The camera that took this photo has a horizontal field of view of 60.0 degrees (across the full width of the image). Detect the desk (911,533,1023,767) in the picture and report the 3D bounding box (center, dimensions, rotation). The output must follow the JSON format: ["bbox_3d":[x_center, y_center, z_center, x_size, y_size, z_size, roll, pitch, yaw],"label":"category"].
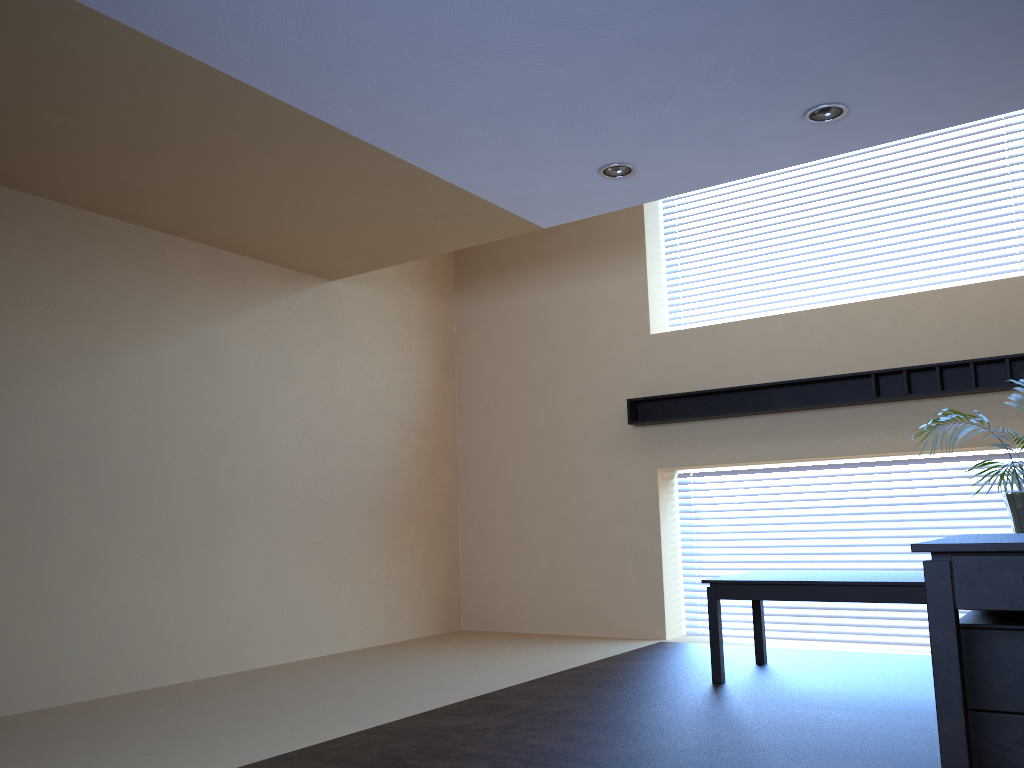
[{"bbox_3d":[2.003,0.767,1.912,1.897,0.887,0.916,-8,-10,33],"label":"desk"}]

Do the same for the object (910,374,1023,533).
[{"bbox_3d":[3.236,0.754,5.148,1.897,1.853,1.043,4,-10,-36],"label":"object"}]

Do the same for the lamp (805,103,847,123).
[{"bbox_3d":[1.619,-1.440,4.583,0.208,0.096,0.210,-2,-9,4],"label":"lamp"}]

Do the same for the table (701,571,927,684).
[{"bbox_3d":[2.181,1.419,5.133,1.897,0.601,0.899,-8,-10,33],"label":"table"}]

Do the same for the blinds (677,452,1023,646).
[{"bbox_3d":[3.686,1.141,6.096,5.399,1.362,0.047,-8,-10,33],"label":"blinds"}]

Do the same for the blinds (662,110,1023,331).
[{"bbox_3d":[3.607,-1.403,6.436,5.399,1.456,0.039,-8,-10,33],"label":"blinds"}]

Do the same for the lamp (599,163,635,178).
[{"bbox_3d":[0.621,-1.303,5.250,0.209,0.096,0.208,-8,-11,33],"label":"lamp"}]

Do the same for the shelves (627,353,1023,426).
[{"bbox_3d":[3.462,-0.193,5.194,6.632,0.212,1.252,-8,-11,33],"label":"shelves"}]

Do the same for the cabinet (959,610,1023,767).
[{"bbox_3d":[1.523,0.939,2.238,0.635,0.677,0.501,-7,-10,33],"label":"cabinet"}]
